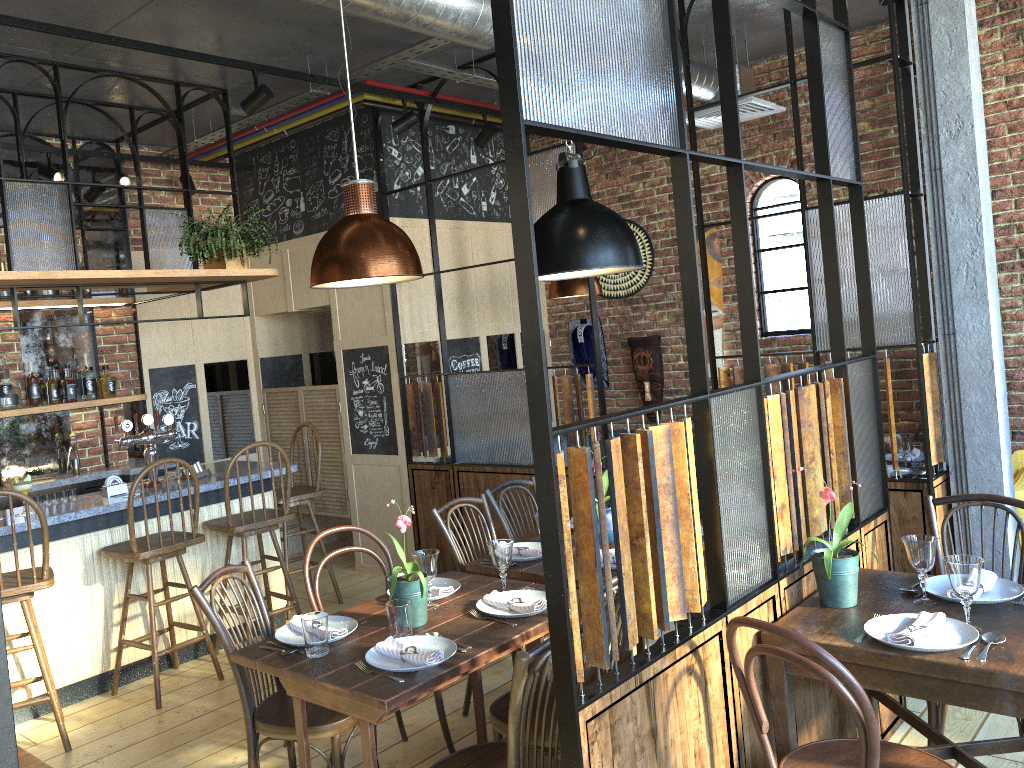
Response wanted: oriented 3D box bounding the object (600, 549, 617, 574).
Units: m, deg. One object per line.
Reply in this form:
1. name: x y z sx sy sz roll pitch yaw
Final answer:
1. object: 0.424 0.661 3.393 0.282 0.051 0.310 -2 4 45

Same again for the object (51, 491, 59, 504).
1. object: -2.457 0.611 4.736 0.043 0.059 0.040 -4 2 31

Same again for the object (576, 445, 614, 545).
1. object: 0.383 0.458 3.706 0.210 0.431 0.142 -6 2 -29

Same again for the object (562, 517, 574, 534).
1. object: 0.366 0.632 4.010 0.282 0.051 0.310 -2 4 45

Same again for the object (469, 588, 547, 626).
1. object: 0.026 0.725 2.957 0.282 0.051 0.310 -2 4 45

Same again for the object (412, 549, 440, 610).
1. object: -0.291 0.679 3.059 0.098 0.191 0.098 -6 2 -1

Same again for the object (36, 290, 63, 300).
1. object: -3.152 -0.707 5.985 0.161 0.283 0.128 -7 2 -35

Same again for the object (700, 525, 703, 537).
1. object: 0.703 0.615 3.729 0.282 0.051 0.310 -2 4 45

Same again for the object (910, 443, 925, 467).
1. object: 2.172 0.379 4.716 0.082 0.119 0.086 -6 2 -18

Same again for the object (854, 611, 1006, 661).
1. object: 1.101 0.654 2.339 0.340 0.051 0.257 -2 4 45

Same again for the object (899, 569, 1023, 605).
1. object: 1.369 0.610 2.668 0.340 0.051 0.257 -2 4 45

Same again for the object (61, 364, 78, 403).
1. object: -3.031 -0.001 6.026 0.082 0.262 0.074 -4 2 43

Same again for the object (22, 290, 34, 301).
1. object: -3.245 -0.683 5.892 0.069 0.263 0.063 -4 2 41

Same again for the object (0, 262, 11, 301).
1. object: -3.332 -0.669 5.775 0.122 0.264 0.112 -4 2 42

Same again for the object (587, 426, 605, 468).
1. object: 0.561 0.456 5.624 0.152 0.426 0.196 -5 2 19

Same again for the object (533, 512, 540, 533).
1. object: 0.143 0.611 3.512 0.095 0.191 0.102 -6 2 -28

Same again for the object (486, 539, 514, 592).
1. object: -0.033 0.652 3.104 0.095 0.191 0.102 -6 2 -28

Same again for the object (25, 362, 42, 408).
1. object: -3.190 0.003 5.865 0.082 0.302 0.089 -6 2 -29

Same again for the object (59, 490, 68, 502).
1. object: -2.422 0.606 4.762 0.043 0.059 0.040 -4 2 31

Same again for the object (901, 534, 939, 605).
1. object: 1.225 0.555 2.629 0.101 0.191 0.096 -5 2 17

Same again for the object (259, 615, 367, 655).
1. object: -0.648 0.797 2.853 0.282 0.051 0.310 -2 4 45

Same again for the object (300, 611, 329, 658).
1. object: -0.599 0.765 2.690 0.087 0.119 0.082 -5 2 17

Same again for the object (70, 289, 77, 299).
1. object: -3.042 -0.716 6.127 0.069 0.263 0.063 -5 2 35

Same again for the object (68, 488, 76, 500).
1. object: -2.392 0.601 4.796 0.040 0.059 0.044 -7 2 -38

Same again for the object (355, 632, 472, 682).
1. object: -0.283 0.777 2.581 0.282 0.051 0.310 -2 4 45

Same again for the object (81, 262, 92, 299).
1. object: -2.994 -0.724 6.182 0.069 0.263 0.063 -5 2 28

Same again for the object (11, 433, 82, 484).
1. object: -3.095 0.495 5.860 0.092 0.287 0.468 -4 3 42

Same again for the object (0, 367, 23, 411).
1. object: -3.284 0.029 5.726 0.161 0.283 0.128 -7 2 -35

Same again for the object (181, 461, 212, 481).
1. object: -1.868 0.510 5.212 0.093 0.091 0.173 -5 3 15

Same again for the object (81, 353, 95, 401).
1. object: -2.959 -0.049 6.143 0.073 0.329 0.078 -6 1 -25

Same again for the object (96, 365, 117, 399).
1. object: -2.855 -0.016 6.210 0.093 0.235 0.138 -5 2 26

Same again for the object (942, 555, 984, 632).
1. object: 1.227 0.569 2.383 0.098 0.191 0.098 -6 2 -1

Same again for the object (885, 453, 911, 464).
1. object: 2.178 0.403 4.902 0.340 0.051 0.257 -2 4 45

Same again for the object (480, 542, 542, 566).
1. object: 0.028 0.687 3.628 0.282 0.051 0.310 -2 4 45

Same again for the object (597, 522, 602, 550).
1. object: 0.342 0.624 3.555 0.087 0.119 0.081 -5 2 24

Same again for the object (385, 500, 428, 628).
1. object: -0.358 0.577 2.910 0.144 0.426 0.206 -6 2 -16

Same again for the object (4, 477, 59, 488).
1. object: -3.143 0.640 5.760 0.302 0.019 0.248 -8 4 -40

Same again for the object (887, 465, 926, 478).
1. object: 1.928 0.448 4.536 0.340 0.051 0.257 -2 4 45

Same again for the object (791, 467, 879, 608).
1. object: 0.991 0.457 2.691 0.204 0.426 0.142 -6 2 -14

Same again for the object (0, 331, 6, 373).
1. object: -2.723 -0.137 4.283 0.069 0.207 0.475 -4 3 41

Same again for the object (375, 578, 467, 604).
1. object: -0.334 0.746 3.208 0.282 0.051 0.310 -2 4 45

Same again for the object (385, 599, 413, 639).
1. object: -0.347 0.738 2.738 0.085 0.119 0.084 -5 2 3

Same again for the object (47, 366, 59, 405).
1. object: -3.104 0.009 5.945 0.068 0.263 0.064 -5 1 23

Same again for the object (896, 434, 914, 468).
1. object: 2.049 0.362 4.599 0.095 0.191 0.102 -6 2 -28
